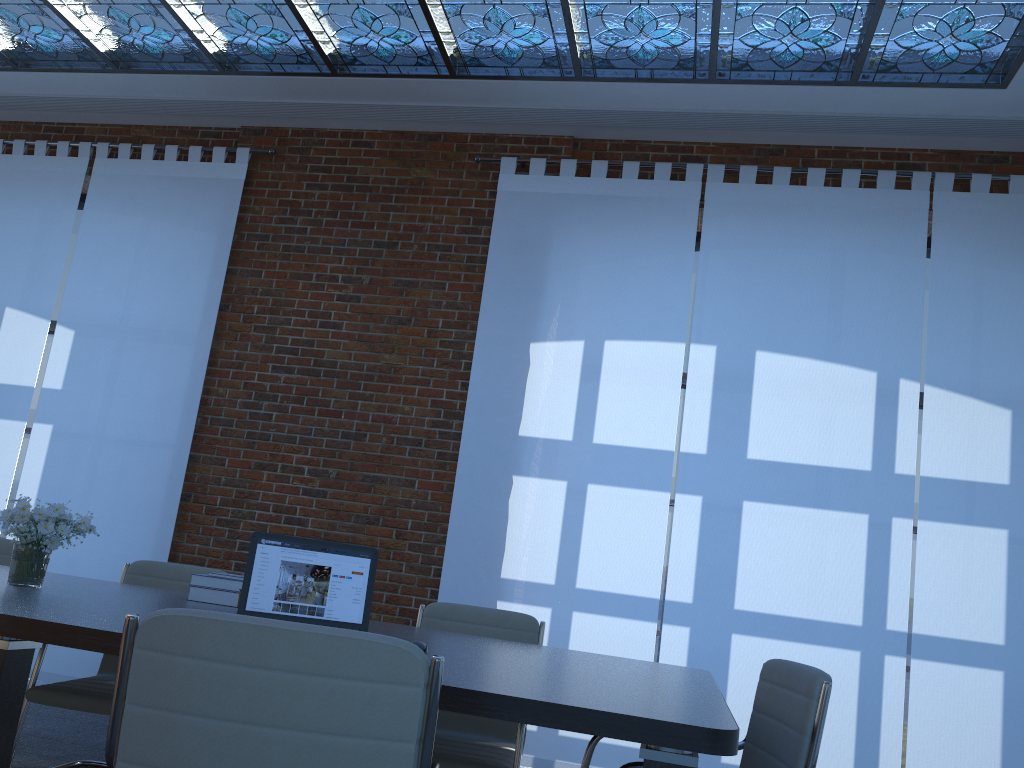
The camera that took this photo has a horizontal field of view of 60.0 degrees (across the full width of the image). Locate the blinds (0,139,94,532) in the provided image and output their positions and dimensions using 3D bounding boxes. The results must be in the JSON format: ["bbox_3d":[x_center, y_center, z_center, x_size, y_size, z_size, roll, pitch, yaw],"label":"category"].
[{"bbox_3d":[-3.913,-0.007,6.280,1.218,3.730,0.040,6,-11,12],"label":"blinds"}]

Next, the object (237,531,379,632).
[{"bbox_3d":[-0.580,0.592,2.573,0.391,0.281,0.324,11,-12,-14],"label":"object"}]

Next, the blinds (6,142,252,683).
[{"bbox_3d":[-2.679,0.102,6.024,1.218,3.730,0.040,6,-11,12],"label":"blinds"}]

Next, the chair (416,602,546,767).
[{"bbox_3d":[-0.215,1.350,3.491,0.560,0.916,0.712,6,-11,7],"label":"chair"}]

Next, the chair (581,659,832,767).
[{"bbox_3d":[0.461,1.215,2.490,0.706,0.916,0.564,8,-11,1],"label":"chair"}]

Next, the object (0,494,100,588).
[{"bbox_3d":[-1.648,0.546,3.076,0.336,0.307,0.332,3,-13,22],"label":"object"}]

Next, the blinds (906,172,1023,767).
[{"bbox_3d":[2.957,0.601,4.857,1.357,3.730,0.040,5,-11,12],"label":"blinds"}]

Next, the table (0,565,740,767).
[{"bbox_3d":[-1.634,1.103,2.991,4.500,0.804,1.825,5,-13,12],"label":"table"}]

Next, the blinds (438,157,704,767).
[{"bbox_3d":[0.326,0.368,5.402,1.314,3.730,0.040,5,-11,12],"label":"blinds"}]

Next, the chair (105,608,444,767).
[{"bbox_3d":[-0.454,0.923,1.752,0.560,0.916,0.712,8,-11,1],"label":"chair"}]

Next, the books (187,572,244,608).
[{"bbox_3d":[-1.122,0.828,3.566,0.254,0.114,0.297,5,-13,10],"label":"books"}]

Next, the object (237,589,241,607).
[{"bbox_3d":[-0.965,0.771,3.283,0.091,0.141,0.092,10,-11,-10],"label":"object"}]

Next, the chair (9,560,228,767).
[{"bbox_3d":[-1.629,1.225,3.784,0.560,0.916,0.712,7,-11,6],"label":"chair"}]

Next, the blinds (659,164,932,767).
[{"bbox_3d":[1.634,0.484,5.131,1.318,3.730,0.040,5,-11,12],"label":"blinds"}]

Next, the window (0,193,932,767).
[{"bbox_3d":[-0.977,0.483,6.200,9.613,3.583,0.161,5,-11,12],"label":"window"}]

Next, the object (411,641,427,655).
[{"bbox_3d":[-0.269,0.749,2.519,0.059,0.034,0.101,9,-13,-7],"label":"object"}]

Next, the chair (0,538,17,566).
[{"bbox_3d":[-2.725,1.151,4.111,0.559,0.916,0.712,5,-12,15],"label":"chair"}]
